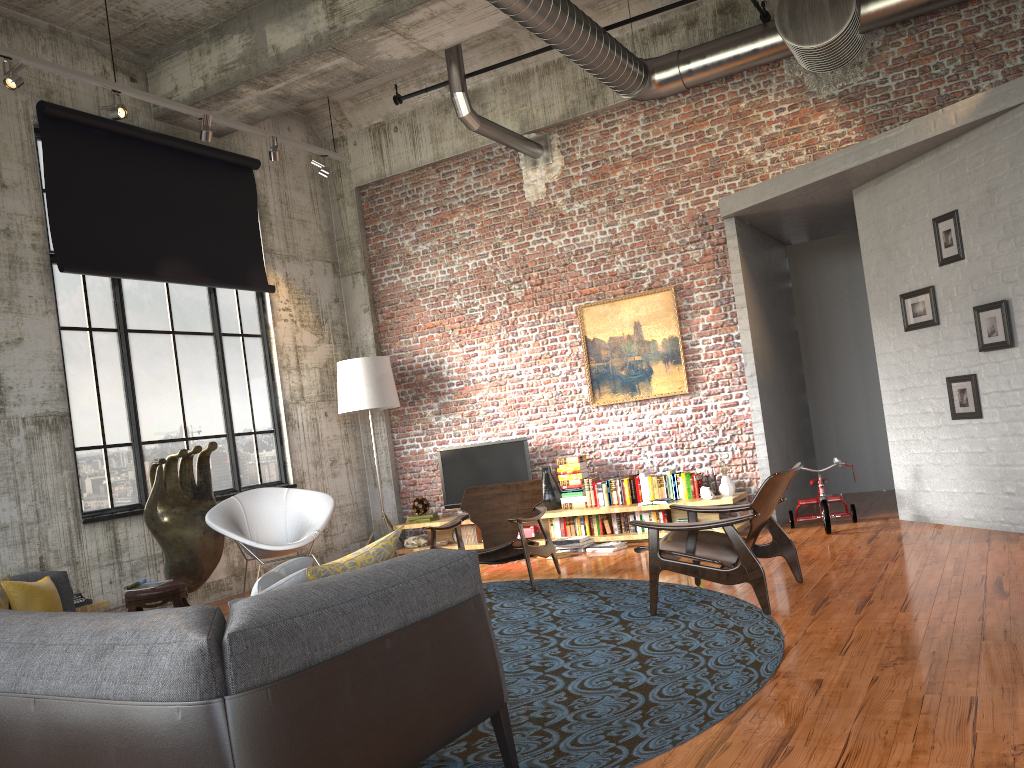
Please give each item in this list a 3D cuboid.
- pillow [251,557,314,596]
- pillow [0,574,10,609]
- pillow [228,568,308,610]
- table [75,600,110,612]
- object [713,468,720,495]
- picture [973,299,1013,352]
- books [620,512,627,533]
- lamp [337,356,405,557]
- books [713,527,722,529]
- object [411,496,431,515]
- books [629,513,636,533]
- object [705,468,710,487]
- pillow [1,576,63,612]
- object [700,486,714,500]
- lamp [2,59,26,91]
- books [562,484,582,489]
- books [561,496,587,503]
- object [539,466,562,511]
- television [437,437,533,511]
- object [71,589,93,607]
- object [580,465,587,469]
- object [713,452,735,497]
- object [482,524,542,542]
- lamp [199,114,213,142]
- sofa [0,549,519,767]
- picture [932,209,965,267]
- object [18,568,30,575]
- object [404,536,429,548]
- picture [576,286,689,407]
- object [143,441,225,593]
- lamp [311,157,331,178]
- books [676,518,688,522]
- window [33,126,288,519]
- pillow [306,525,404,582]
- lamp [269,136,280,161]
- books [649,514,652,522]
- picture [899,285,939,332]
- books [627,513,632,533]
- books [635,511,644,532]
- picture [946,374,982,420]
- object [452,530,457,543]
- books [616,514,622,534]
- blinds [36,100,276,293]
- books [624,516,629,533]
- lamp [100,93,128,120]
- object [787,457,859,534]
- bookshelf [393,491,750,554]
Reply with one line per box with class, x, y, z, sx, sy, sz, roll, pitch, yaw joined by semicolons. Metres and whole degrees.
pillow;-0.824;0.787;3.124;0.171;0.314;0.364;-8;-2;19
pillow;-2.480;1.073;4.021;0.261;0.445;0.536;-9;-3;36
pillow;-0.801;0.794;2.926;0.169;0.318;0.434;-9;-2;28
table;-3.485;1.880;6.544;0.476;0.358;0.874;-9;-3;29
object;1.968;0.939;8.569;0.057;0.272;0.057;-7;-1;-11
picture;3.486;-0.418;6.439;0.015;0.340;0.330;-7;-2;-11
books;1.114;1.362;8.784;0.033;0.224;0.105;-8;-2;29
lamp;-1.517;0.842;9.905;0.693;2.241;0.709;-7;-2;-39
books;1.872;1.335;8.289;0.168;0.023;0.231;-5;-4;-41
object;-1.031;1.376;10.007;0.215;0.207;0.216;-8;-2;18
books;1.213;1.366;8.746;0.043;0.185;0.129;-8;-2;29
object;1.907;0.950;8.619;0.057;0.272;0.057;-7;-1;-11
pillow;-2.292;1.081;4.293;0.168;0.318;0.435;-8;-2;3
object;1.833;1.024;8.306;0.123;0.123;0.252;-7;-3;-16
lamp;-3.504;-2.161;6.224;0.102;0.240;0.182;-8;-2;24
books;0.649;1.053;9.165;0.224;0.026;0.161;-9;-3;29
books;0.675;1.187;9.168;0.291;0.053;0.176;-9;-3;29
object;0.389;1.097;9.334;0.267;0.455;0.268;-7;-2;-30
television;-0.275;1.033;9.630;1.091;0.792;0.285;-8;-2;16
object;-3.421;1.620;6.677;0.382;0.153;0.423;-9;-3;29
object;0.622;0.874;9.170;0.249;0.031;0.178;-9;-3;29
object;2.000;0.834;8.327;0.197;0.445;0.233;-8;-2;16
object;-0.006;1.568;9.341;0.601;0.174;0.244;-9;-3;21
lamp;-2.656;-2.200;7.691;0.102;0.251;0.165;-7;-2;-36
sofa;-1.602;1.216;3.468;3.010;0.860;1.361;-9;-3;31
picture;3.341;-1.115;6.795;0.015;0.381;0.278;-7;-2;-13
object;-3.499;1.514;6.393;0.163;0.361;0.163;-9;-2;32
object;-1.065;1.765;9.931;0.274;0.133;0.182;-10;-3;38
picture;1.212;-0.362;9.004;1.067;1.063;0.040;-9;-2;29
object;-2.852;1.180;7.670;0.457;1.295;0.726;-9;-2;41
lamp;-1.940;-2.216;9.093;0.225;0.215;0.103;-7;-2;-20
books;1.653;1.297;8.446;0.154;0.019;0.108;-9;-3;29
window;-3.267;-0.535;8.543;0.050;3.433;2.576;-8;-2;29
pillow;-0.610;0.781;3.255;0.261;0.445;0.536;-9;-3;36
lamp;-2.258;-2.215;8.415;0.102;0.251;0.165;-7;-2;-16
books;1.381;1.344;8.653;0.028;0.174;0.126;-8;-2;29
picture;3.307;-0.608;7.215;0.015;0.316;0.427;-7;-2;-11
books;1.184;1.373;8.765;0.028;0.181;0.120;-8;-2;29
books;1.265;1.341;8.718;0.040;0.219;0.133;-8;-2;29
picture;3.484;0.103;6.847;0.015;0.340;0.330;-7;-2;-11
object;-0.581;1.673;9.769;0.169;0.172;0.068;-9;-2;30
books;1.090;1.386;8.814;0.043;0.186;0.142;-8;-2;29
blinds;-3.267;-1.673;8.477;0.151;1.462;2.441;-8;-3;29
books;1.151;1.391;8.770;0.036;0.156;0.108;-8;-2;29
lamp;-3.115;-2.173;6.970;0.261;0.211;0.102;-9;-2;24
object;5.296;0.314;1.878;20.874;0.657;8.760;-9;-3;29
bookshelf;0.490;1.486;9.202;3.852;0.358;0.547;-9;-3;29
